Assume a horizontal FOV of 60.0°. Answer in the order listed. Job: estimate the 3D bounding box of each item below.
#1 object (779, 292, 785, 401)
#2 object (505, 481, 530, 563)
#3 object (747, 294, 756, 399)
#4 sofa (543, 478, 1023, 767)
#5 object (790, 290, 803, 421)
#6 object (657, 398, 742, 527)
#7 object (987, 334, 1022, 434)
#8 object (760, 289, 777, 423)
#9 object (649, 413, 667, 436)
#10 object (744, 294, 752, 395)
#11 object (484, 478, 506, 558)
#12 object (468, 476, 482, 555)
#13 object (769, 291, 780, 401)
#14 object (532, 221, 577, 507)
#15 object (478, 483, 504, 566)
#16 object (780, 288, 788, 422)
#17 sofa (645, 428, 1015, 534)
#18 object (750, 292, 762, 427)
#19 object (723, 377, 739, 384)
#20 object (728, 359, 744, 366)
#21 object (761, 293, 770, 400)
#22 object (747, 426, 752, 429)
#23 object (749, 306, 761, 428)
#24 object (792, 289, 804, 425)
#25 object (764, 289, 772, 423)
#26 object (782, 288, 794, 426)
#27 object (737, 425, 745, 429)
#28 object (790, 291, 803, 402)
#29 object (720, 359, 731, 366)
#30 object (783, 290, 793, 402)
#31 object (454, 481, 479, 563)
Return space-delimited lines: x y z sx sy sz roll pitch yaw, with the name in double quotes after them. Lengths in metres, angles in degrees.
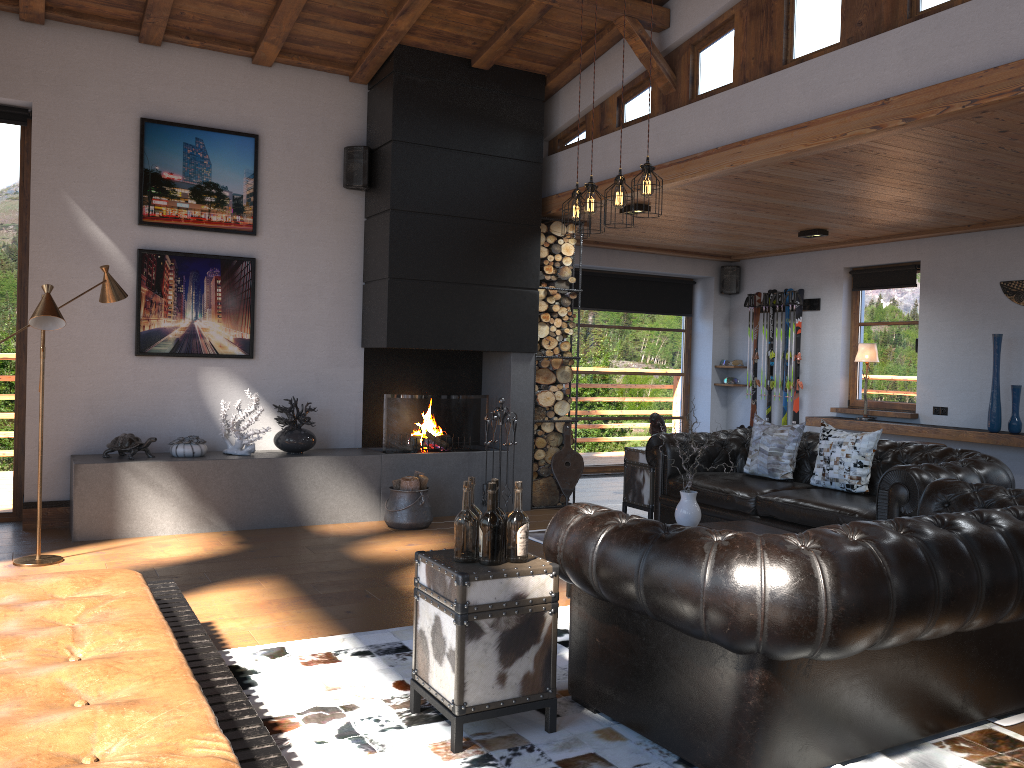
3.055 -0.432 10.158 0.119 1.249 0.060 2 1 43 "object"
0.019 0.493 3.188 0.086 0.286 0.089 2 1 38 "object"
2.833 -0.449 10.565 0.119 1.249 0.060 2 1 43 "object"
1.492 0.854 3.530 2.592 0.838 1.227 1 1 -30 "sofa"
3.203 -0.255 10.043 0.116 1.606 0.094 1 1 -29 "object"
1.005 0.459 4.985 0.409 0.808 0.615 1 1 -18 "object"
4.319 -0.004 7.748 0.272 0.862 0.112 2 1 16 "object"
2.979 -0.300 10.333 0.257 1.621 0.103 1 1 -33 "object"
1.242 0.400 7.552 0.149 0.319 0.249 2 1 12 "object"
2.786 -0.448 10.497 0.058 1.249 0.122 2 1 43 "object"
-0.065 0.490 3.238 0.087 0.286 0.088 2 1 39 "object"
-0.152 0.486 3.282 0.088 0.286 0.087 1 1 -19 "object"
2.992 -0.433 10.138 0.120 1.249 0.059 2 1 18 "object"
0.281 -0.185 8.240 0.499 2.611 0.462 1 1 -29 "object"
-0.074 0.492 3.140 0.087 0.286 0.088 2 1 11 "object"
3.153 -0.293 10.252 0.112 1.621 0.072 1 1 -29 "object"
2.178 0.799 6.340 1.252 0.838 2.540 1 2 -29 "sofa"
2.922 -0.290 10.534 0.116 1.606 0.094 1 1 -29 "object"
2.708 -0.044 10.982 0.187 0.084 0.353 2 1 7 "object"
2.761 -0.260 10.895 0.191 0.084 0.158 1 2 -30 "object"
2.944 -0.440 10.361 0.119 1.249 0.060 2 1 43 "object"
2.780 0.628 10.512 0.254 0.270 0.115 1 1 -24 "object"
2.885 -0.279 10.624 0.116 1.606 0.094 1 1 -29 "object"
3.239 -0.266 9.953 0.116 1.606 0.094 1 1 -29 "object"
3.020 -0.301 10.430 0.112 1.621 0.072 1 1 -29 "object"
3.179 -0.290 10.181 0.112 1.621 0.072 1 1 -29 "object"
2.726 0.624 10.616 0.254 0.270 0.115 1 1 -39 "object"
3.186 -0.422 9.943 0.120 1.249 0.059 2 1 23 "object"
2.676 -0.266 11.050 0.161 0.084 0.187 1 2 -30 "object"
3.080 -0.425 9.947 0.120 1.249 0.059 2 1 28 "object"
-0.162 0.489 3.165 0.088 0.286 0.087 1 1 -16 "object"
